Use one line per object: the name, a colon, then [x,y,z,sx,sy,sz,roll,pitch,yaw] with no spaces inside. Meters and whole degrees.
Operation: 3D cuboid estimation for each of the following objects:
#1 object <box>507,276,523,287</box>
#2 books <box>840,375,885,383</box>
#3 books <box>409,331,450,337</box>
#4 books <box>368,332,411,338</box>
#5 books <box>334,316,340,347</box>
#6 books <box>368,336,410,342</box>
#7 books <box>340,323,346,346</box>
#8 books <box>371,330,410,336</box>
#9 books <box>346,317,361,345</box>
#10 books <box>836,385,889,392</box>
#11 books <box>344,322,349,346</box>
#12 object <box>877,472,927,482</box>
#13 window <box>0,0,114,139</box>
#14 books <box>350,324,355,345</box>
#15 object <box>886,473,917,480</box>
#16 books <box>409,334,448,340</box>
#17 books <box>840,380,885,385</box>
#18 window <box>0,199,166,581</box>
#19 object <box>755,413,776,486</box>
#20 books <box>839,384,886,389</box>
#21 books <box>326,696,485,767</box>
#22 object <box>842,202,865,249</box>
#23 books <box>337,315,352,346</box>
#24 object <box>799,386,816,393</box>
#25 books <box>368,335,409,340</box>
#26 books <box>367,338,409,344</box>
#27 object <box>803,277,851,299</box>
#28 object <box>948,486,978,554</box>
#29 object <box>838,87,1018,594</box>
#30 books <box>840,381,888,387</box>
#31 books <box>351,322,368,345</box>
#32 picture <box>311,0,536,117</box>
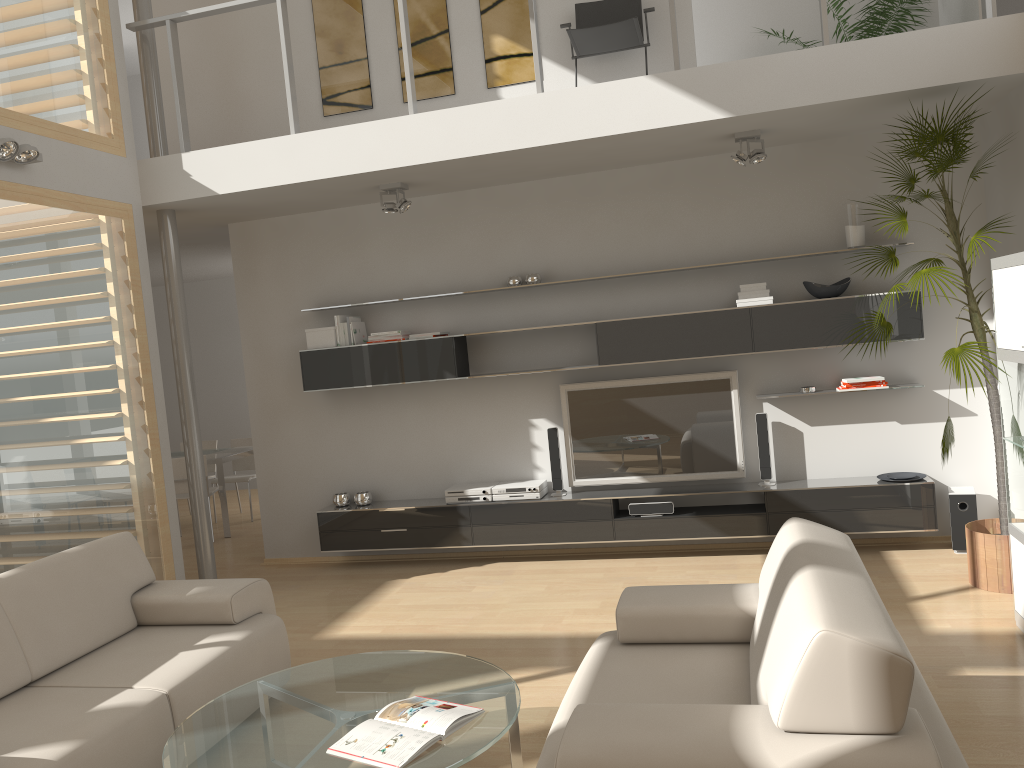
object: [0.019,-0.731,6.323,0.115,0.081,0.115,-6,3,-5]
books: [2.262,-0.032,5.738,0.227,0.017,0.230,-5,3,10]
books: [-0.594,-0.359,6.420,0.230,0.017,0.227,-5,3,15]
books: [-0.894,-0.357,6.483,0.254,0.015,0.190,-5,3,16]
books: [-1.253,-0.395,6.601,0.017,0.227,0.230,-5,3,15]
books: [-0.888,-0.329,6.488,0.268,0.011,0.190,-5,3,16]
books: [-1.211,-0.370,6.590,0.027,0.169,0.230,-5,3,15]
books: [-0.889,-0.374,6.494,0.227,0.017,0.230,-5,3,10]
books: [-1.164,-0.394,6.572,0.021,0.210,0.207,-5,3,15]
books: [2.267,0.024,5.751,0.296,0.013,0.210,-5,3,15]
books: [-1.182,-0.373,6.591,0.027,0.169,0.230,-5,3,15]
object: [2.502,0.601,5.697,0.294,0.020,0.294,-8,4,-36]
window: [-2.957,-2.555,4.363,0.020,2.200,2.525,-5,3,15]
books: [-1.146,-0.369,6.571,0.009,0.156,0.207,-5,3,15]
object: [2.502,0.599,5.697,0.178,0.020,0.178,-6,3,-2]
books: [-0.604,-0.342,6.428,0.190,0.015,0.254,-4,3,21]
books: [2.270,-0.017,5.751,0.254,0.015,0.190,-5,3,16]
window: [-2.684,0.278,4.510,0.020,2.500,2.525,-5,3,15]
object: [1.692,0.434,5.947,0.111,0.483,0.116,-4,3,21]
books: [2.269,0.012,5.749,0.268,0.011,0.190,-5,3,16]
books: [-0.336,1.105,2.864,0.297,0.037,0.440,-3,4,35]
object: [2.206,-1.016,5.710,0.129,0.291,0.129,-6,3,-13]
books: [-1.233,-0.397,6.603,0.017,0.227,0.230,-5,3,15]
object: [1.954,0.037,5.860,0.105,0.035,0.106,-8,4,-40]
books: [-0.899,-0.341,6.488,0.254,0.015,0.190,-5,3,11]
books: [-0.884,-0.317,6.487,0.297,0.013,0.210,-5,3,15]
object: [2.042,-0.616,5.738,0.317,0.125,0.223,-6,3,-7]
object: [2.853,0.859,5.603,0.150,0.374,0.275,-4,3,25]
object: [2.405,-0.174,4.108,0.983,2.668,2.706,-6,3,-5]
books: [2.278,-0.002,5.747,0.254,0.015,0.190,-5,3,11]
books: [-1.129,-0.377,6.580,0.023,0.169,0.230,-5,3,15]
picture: [-0.687,-2.967,6.400,1.684,1.800,0.010,-5,3,15]
